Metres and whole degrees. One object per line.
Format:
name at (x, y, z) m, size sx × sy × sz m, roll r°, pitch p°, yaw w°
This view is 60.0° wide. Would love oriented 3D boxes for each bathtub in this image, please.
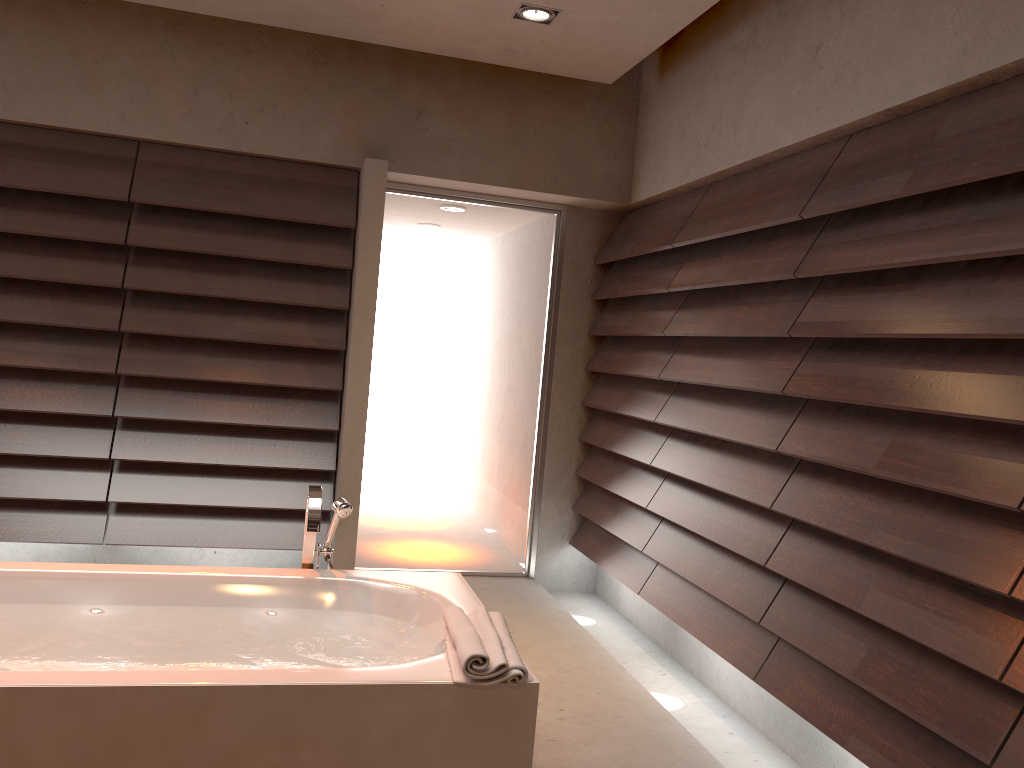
bathtub at (-1.039, 0.653, 2.130) m, size 2.000 × 0.761 × 0.994 m, roll 5°, pitch 2°, yaw -14°

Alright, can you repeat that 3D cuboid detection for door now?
door at (-0.288, 0.008, 4.647) m, size 1.007 × 2.000 × 0.090 m, roll 5°, pitch 2°, yaw -14°

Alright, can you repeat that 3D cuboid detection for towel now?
towel at (-0.069, 0.586, 2.032) m, size 0.159 × 0.068 × 0.396 m, roll 5°, pitch 2°, yaw -8°

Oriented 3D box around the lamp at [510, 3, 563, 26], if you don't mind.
lamp at (0.094, -1.442, 3.409) m, size 0.165 × 0.051 × 0.170 m, roll 5°, pitch 2°, yaw -14°
